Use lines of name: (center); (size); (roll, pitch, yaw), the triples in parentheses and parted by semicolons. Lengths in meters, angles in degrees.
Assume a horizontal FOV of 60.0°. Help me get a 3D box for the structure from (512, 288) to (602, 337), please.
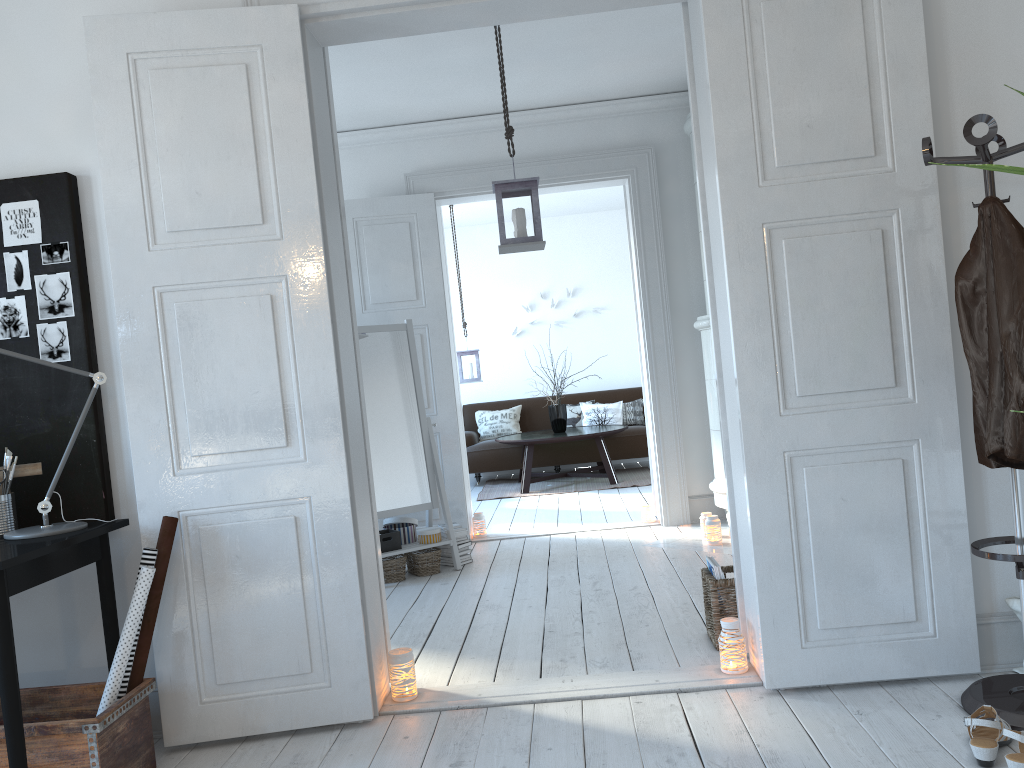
structure: (0.488, -0.813, 9.839); (1.025, 0.478, 0.085); (-6, 2, 3)

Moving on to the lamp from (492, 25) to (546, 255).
lamp: (-0.040, -1.538, 4.324); (0.228, 1.763, 0.228); (-6, 2, 0)

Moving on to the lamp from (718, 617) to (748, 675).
lamp: (0.754, 0.896, 3.035); (0.093, 0.180, 0.093); (-6, 1, -14)

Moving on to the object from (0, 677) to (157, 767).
object: (-1.418, 1.076, 2.575); (0.665, 0.282, 0.339); (-6, 1, 3)

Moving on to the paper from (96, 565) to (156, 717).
paper: (-1.155, 0.857, 2.584); (0.283, 0.627, 0.041); (-6, 2, -18)

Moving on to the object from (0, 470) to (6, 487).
object: (-1.614, 0.370, 2.763); (0.081, 0.198, 0.050); (-5, 2, 28)

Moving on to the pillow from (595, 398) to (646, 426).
pillow: (1.157, 0.319, 9.479); (0.542, 0.288, 0.183); (-6, 1, 4)

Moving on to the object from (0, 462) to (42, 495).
object: (-1.555, 0.360, 2.802); (0.138, 0.209, 0.034); (-6, 2, -17)

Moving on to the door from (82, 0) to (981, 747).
door: (0.066, -0.193, 3.015); (2.599, 2.506, 0.577); (-6, 1, 3)

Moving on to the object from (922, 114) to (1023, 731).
object: (1.407, 0.099, 2.506); (0.375, 1.659, 0.374); (-5, 2, 11)

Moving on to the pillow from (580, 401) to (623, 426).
pillow: (0.950, 0.328, 9.378); (0.471, 0.309, 0.188); (-6, 1, 4)

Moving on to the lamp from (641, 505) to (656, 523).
lamp: (0.927, 0.886, 6.034); (0.093, 0.110, 0.093); (-5, 1, 20)

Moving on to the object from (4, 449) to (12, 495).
object: (-1.580, 0.336, 2.764); (0.062, 0.264, 0.012); (-7, 2, -44)

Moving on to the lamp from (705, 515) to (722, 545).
lamp: (1.172, 0.849, 5.158); (0.089, 0.166, 0.089); (-6, 1, 5)

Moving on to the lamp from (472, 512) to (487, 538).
lamp: (-0.224, 0.972, 6.113); (0.089, 0.166, 0.089); (-6, 1, 2)

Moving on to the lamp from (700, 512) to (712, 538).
lamp: (1.188, 0.856, 5.389); (0.084, 0.146, 0.084); (-6, 1, 8)

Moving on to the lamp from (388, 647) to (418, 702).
lamp: (-0.381, 1.014, 3.092); (0.089, 0.166, 0.089); (-6, 1, -4)

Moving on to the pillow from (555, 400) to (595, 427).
pillow: (0.665, 0.366, 9.472); (0.473, 0.348, 0.158); (-6, 1, 2)

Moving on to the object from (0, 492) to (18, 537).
object: (-1.600, 0.409, 2.753); (0.108, 0.128, 0.108); (-5, 1, 18)

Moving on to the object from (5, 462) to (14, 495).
object: (-1.575, 0.357, 2.755); (0.009, 0.222, 0.082); (-5, 2, 33)

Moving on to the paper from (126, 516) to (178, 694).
paper: (-1.128, 0.793, 2.709); (0.297, 0.747, 0.048); (-7, 2, -41)

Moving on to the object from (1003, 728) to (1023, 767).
object: (1.320, 0.882, 2.170); (0.272, 0.126, 0.099); (-6, 1, -24)

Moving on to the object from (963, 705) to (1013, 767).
object: (1.238, 0.889, 2.316); (0.099, 0.126, 0.272); (-5, 1, 36)

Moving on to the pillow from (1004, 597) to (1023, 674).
pillow: (1.719, 0.741, 2.685); (0.317, 0.314, 0.272); (-6, 1, 4)

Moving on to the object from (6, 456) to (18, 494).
object: (-1.565, 0.347, 2.749); (0.084, 0.240, 0.009); (-6, 2, -20)

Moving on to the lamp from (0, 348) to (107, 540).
lamp: (-1.546, 0.110, 2.673); (0.616, 0.716, 0.230); (-6, 2, -26)

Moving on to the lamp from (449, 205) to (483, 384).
lamp: (-0.491, -0.887, 8.668); (0.228, 1.763, 0.228); (-6, 2, 0)

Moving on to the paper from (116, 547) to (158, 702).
paper: (-1.154, 0.839, 2.642); (0.266, 0.669, 0.043); (-7, 2, -41)

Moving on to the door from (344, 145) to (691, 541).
door: (0.236, -0.236, 6.024); (2.599, 2.506, 0.577); (-6, 1, 3)

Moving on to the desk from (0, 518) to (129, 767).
desk: (-1.796, 0.875, 2.590); (1.159, 0.759, 0.650); (-6, 1, 3)

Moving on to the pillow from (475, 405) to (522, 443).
pillow: (-0.135, 0.434, 9.559); (0.519, 0.367, 0.239); (-6, 1, 3)

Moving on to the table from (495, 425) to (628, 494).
table: (0.504, 0.719, 8.633); (1.299, 0.503, 1.299); (-6, 1, -6)

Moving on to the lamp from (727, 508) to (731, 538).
lamp: (1.335, 0.810, 5.281); (0.098, 0.210, 0.098); (-6, 1, 8)

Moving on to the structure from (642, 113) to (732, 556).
structure: (1.371, -0.425, 5.410); (1.246, 2.829, 0.801); (-7, 2, -42)
